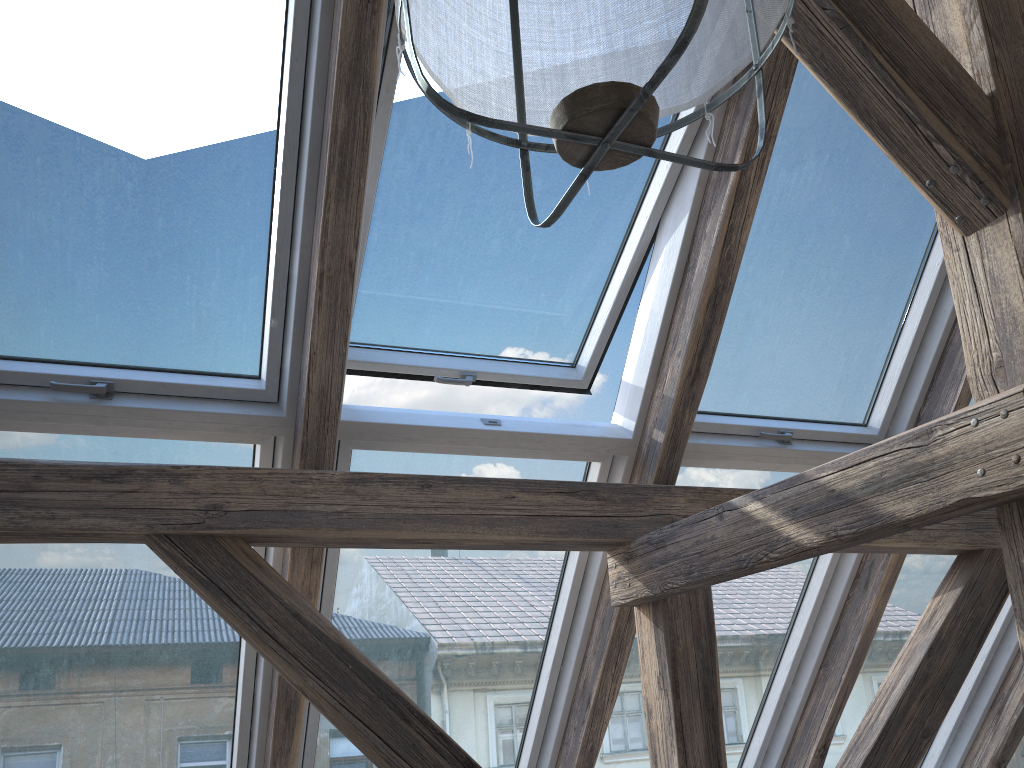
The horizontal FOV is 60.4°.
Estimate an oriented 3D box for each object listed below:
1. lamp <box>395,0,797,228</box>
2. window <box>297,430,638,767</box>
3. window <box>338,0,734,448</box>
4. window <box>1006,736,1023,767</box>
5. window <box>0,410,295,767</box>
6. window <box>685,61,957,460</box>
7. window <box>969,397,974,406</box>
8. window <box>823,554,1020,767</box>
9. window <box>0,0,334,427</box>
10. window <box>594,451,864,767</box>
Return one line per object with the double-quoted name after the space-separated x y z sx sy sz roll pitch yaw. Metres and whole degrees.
0.053 -0.941 1.051 0.410 1.468 0.410 -9 -16 19 "lamp"
-0.209 0.857 2.623 0.857 1.234 1.132 3 -18 -21 "window"
0.059 -0.600 2.054 0.857 1.234 1.394 3 -19 -21 "window"
2.369 1.074 3.605 0.857 1.234 1.132 3 -18 -21 "window"
-1.068 0.784 2.296 0.857 1.234 1.132 3 -18 -21 "window"
0.934 -0.544 2.340 0.857 1.234 1.132 3 -18 -21 "window"
1.793 -0.471 2.667 0.857 1.234 1.132 3 -18 -21 "window"
1.510 1.002 3.278 0.857 1.234 1.132 3 -18 -21 "window"
-0.784 -0.689 1.685 0.857 1.234 1.132 3 -18 -21 "window"
0.650 0.929 2.950 0.857 1.234 1.132 3 -18 -21 "window"
